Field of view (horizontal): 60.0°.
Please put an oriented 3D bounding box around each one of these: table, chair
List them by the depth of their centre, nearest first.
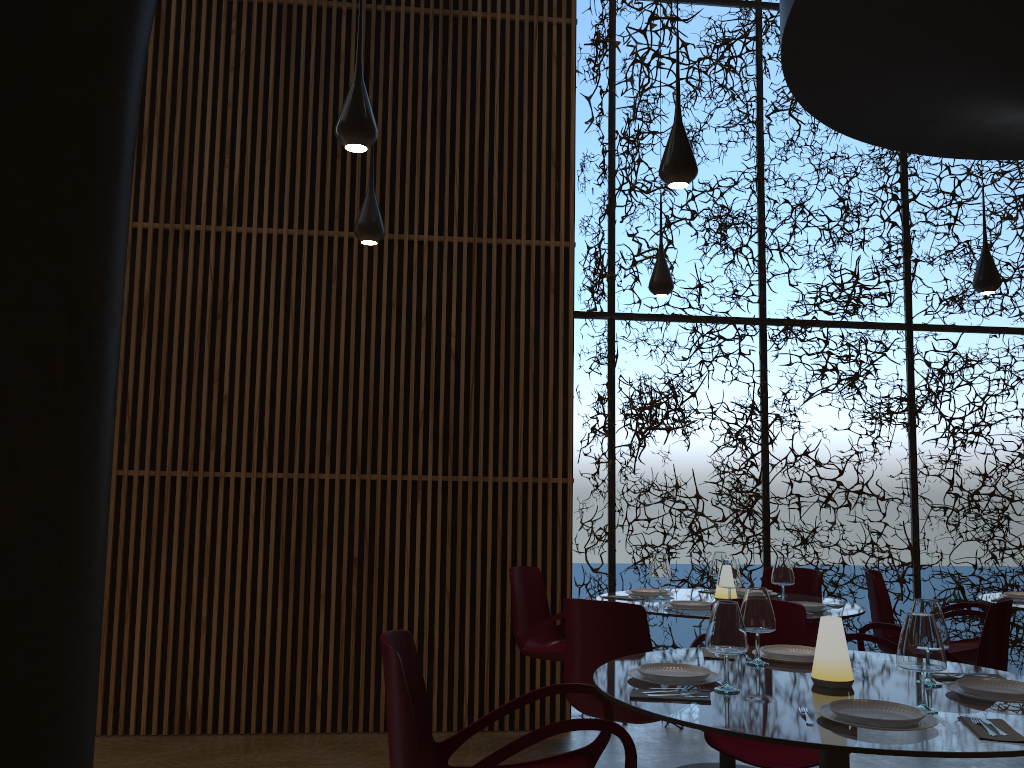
[{"bbox_3d":[1.115,1.615,3.048,1.672,1.127,1.677,-1,-7,13],"label":"table"},{"bbox_3d":[-0.038,1.218,3.142,0.872,0.634,0.627,1,-7,-1],"label":"chair"},{"bbox_3d":[1.182,1.363,4.103,0.625,0.634,0.875,0,-7,9],"label":"chair"},{"bbox_3d":[0.647,1.435,4.707,0.625,0.634,0.874,-4,-8,34],"label":"chair"},{"bbox_3d":[2.317,1.493,4.956,0.873,0.634,0.626,-4,-8,34],"label":"chair"},{"bbox_3d":[1.371,1.963,5.656,1.673,1.127,1.676,-4,-9,36],"label":"table"},{"bbox_3d":[4.023,2.024,5.813,1.673,1.127,1.676,-4,-9,36],"label":"table"},{"bbox_3d":[0.400,1.645,6.320,0.873,0.634,0.626,-3,-8,29],"label":"chair"},{"bbox_3d":[3.051,1.705,6.476,0.873,0.634,0.626,-3,-8,29],"label":"chair"},{"bbox_3d":[1.939,1.697,6.544,0.625,0.634,0.874,-5,-9,39],"label":"chair"}]

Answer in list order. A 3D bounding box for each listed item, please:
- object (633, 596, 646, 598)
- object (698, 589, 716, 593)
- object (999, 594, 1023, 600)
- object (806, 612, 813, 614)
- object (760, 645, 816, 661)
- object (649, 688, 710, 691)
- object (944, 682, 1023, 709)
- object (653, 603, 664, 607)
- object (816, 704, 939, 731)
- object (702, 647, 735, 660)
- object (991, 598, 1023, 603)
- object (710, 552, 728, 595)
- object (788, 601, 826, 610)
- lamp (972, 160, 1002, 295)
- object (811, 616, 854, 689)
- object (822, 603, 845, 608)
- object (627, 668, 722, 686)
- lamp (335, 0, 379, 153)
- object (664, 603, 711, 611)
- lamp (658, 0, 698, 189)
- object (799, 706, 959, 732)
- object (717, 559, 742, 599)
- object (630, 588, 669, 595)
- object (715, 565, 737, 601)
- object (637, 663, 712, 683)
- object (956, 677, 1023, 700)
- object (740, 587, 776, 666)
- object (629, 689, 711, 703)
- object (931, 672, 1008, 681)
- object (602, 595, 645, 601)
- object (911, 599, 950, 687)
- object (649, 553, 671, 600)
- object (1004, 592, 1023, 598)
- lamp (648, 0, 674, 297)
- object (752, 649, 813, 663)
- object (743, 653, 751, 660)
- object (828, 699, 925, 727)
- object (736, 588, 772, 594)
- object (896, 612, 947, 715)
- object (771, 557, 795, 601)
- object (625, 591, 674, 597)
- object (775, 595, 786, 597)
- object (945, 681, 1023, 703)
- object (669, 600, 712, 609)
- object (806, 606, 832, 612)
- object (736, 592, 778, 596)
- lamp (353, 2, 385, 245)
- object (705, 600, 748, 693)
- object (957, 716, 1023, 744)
[{"bbox_3d":[0.940,1.431,6.042,0.204,0.012,0.411,-4,-9,35],"label":"object"},{"bbox_3d":[1.455,1.487,6.365,0.126,0.017,0.262,-6,-10,40],"label":"object"},{"bbox_3d":[3.589,1.490,6.195,0.332,0.014,0.332,4,-8,-25],"label":"object"},{"bbox_3d":[1.753,1.350,5.340,0.204,0.012,0.411,-4,-9,30],"label":"object"},{"bbox_3d":[1.155,1.105,3.635,0.263,0.029,0.264,2,-8,-5],"label":"object"},{"bbox_3d":[0.579,1.046,3.172,0.204,0.012,0.412,0,-8,5],"label":"object"},{"bbox_3d":[1.636,1.035,2.967,0.204,0.012,0.412,1,-8,1],"label":"object"},{"bbox_3d":[1.070,1.335,5.305,0.411,0.012,0.205,-6,-10,40],"label":"object"},{"bbox_3d":[1.067,0.976,2.597,0.332,0.014,0.332,-3,-8,24],"label":"object"},{"bbox_3d":[0.862,1.127,3.707,0.126,0.017,0.262,-1,-8,11],"label":"object"},{"bbox_3d":[3.384,1.464,5.973,0.262,0.017,0.127,-5,-10,39],"label":"object"},{"bbox_3d":[1.442,1.313,6.143,0.142,0.294,0.142,0,-6,6],"label":"object"},{"bbox_3d":[1.756,1.340,5.345,0.263,0.029,0.264,3,-8,-13],"label":"object"},{"bbox_3d":[3.538,-3.780,6.840,0.196,6.259,0.196,-1,-6,19],"label":"lamp"},{"bbox_3d":[1.125,0.939,3.119,0.142,0.231,0.145,-4,-8,39],"label":"object"},{"bbox_3d":[1.943,1.391,5.579,0.262,0.017,0.127,-4,-9,35],"label":"object"},{"bbox_3d":[0.579,1.044,3.167,0.332,0.014,0.333,3,-8,-13],"label":"object"},{"bbox_3d":[-0.657,-4.175,4.328,0.196,6.259,0.196,-4,-8,39],"label":"lamp"},{"bbox_3d":[1.074,1.334,5.303,0.332,0.014,0.333,0,-8,3],"label":"object"},{"bbox_3d":[0.874,-4.098,4.735,0.196,6.259,0.196,-4,-8,39],"label":"lamp"},{"bbox_3d":[1.062,0.978,2.597,0.410,0.012,0.205,-1,-8,10],"label":"object"},{"bbox_3d":[1.308,1.203,5.329,0.142,0.294,0.142,0,-6,10],"label":"object"},{"bbox_3d":[0.938,1.420,6.040,0.263,0.029,0.263,6,-9,-34],"label":"object"},{"bbox_3d":[1.381,1.288,5.727,0.145,0.231,0.142,6,-8,-41],"label":"object"},{"bbox_3d":[0.579,1.035,3.168,0.263,0.029,0.264,0,-8,3],"label":"object"},{"bbox_3d":[1.636,1.025,2.973,0.263,0.029,0.264,1,-8,-4],"label":"object"},{"bbox_3d":[0.971,0.958,3.510,0.142,0.294,0.142,-3,-7,32],"label":"object"},{"bbox_3d":[0.513,1.012,2.873,0.262,0.017,0.127,0,-8,9],"label":"object"},{"bbox_3d":[1.680,1.082,3.269,0.262,0.017,0.127,0,-8,5],"label":"object"},{"bbox_3d":[0.733,1.404,5.817,0.262,0.017,0.127,-5,-10,39],"label":"object"},{"bbox_3d":[1.480,0.919,3.157,0.142,0.294,0.142,3,-7,-18],"label":"object"},{"bbox_3d":[0.974,1.264,5.824,0.142,0.294,0.142,2,-6,-7],"label":"object"},{"bbox_3d":[3.589,1.480,6.196,0.263,0.029,0.264,3,-8,-18],"label":"object"},{"bbox_3d":[1.184,-3.783,7.085,0.196,6.259,0.196,-1,-6,19],"label":"lamp"},{"bbox_3d":[1.155,1.115,3.634,0.332,0.014,0.333,-2,-8,20],"label":"object"},{"bbox_3d":[1.160,1.116,3.634,0.410,0.012,0.205,0,-8,7],"label":"object"},{"bbox_3d":[1.067,0.967,2.598,0.263,0.029,0.264,-2,-8,18],"label":"object"},{"bbox_3d":[1.672,1.446,6.157,0.263,0.029,0.264,-4,-9,31],"label":"object"},{"bbox_3d":[1.264,0.860,2.738,0.142,0.294,0.142,5,-7,-31],"label":"object"},{"bbox_3d":[1.706,1.243,5.585,0.142,0.294,0.142,-3,-8,34],"label":"object"},{"bbox_3d":[0.937,1.429,6.039,0.332,0.014,0.332,4,-8,-25],"label":"object"},{"bbox_3d":[1.676,1.457,6.154,0.411,0.012,0.205,-5,-9,36],"label":"object"},{"bbox_3d":[1.636,1.034,2.972,0.332,0.014,0.332,4,-8,-24],"label":"object"},{"bbox_3d":[1.074,1.324,5.304,0.263,0.029,0.263,-7,-11,44],"label":"object"},{"bbox_3d":[1.755,1.350,5.344,0.332,0.014,0.333,3,-8,-13],"label":"object"},{"bbox_3d":[1.672,1.456,6.156,0.332,0.014,0.333,3,-8,-14],"label":"object"},{"bbox_3d":[-0.835,-3.983,5.800,0.196,6.259,0.196,4,-7,-31],"label":"lamp"},{"bbox_3d":[0.726,0.887,3.000,0.142,0.294,0.142,2,-7,-14],"label":"object"},{"bbox_3d":[1.354,0.976,2.503,0.126,0.017,0.262,-1,-8,14],"label":"object"}]
